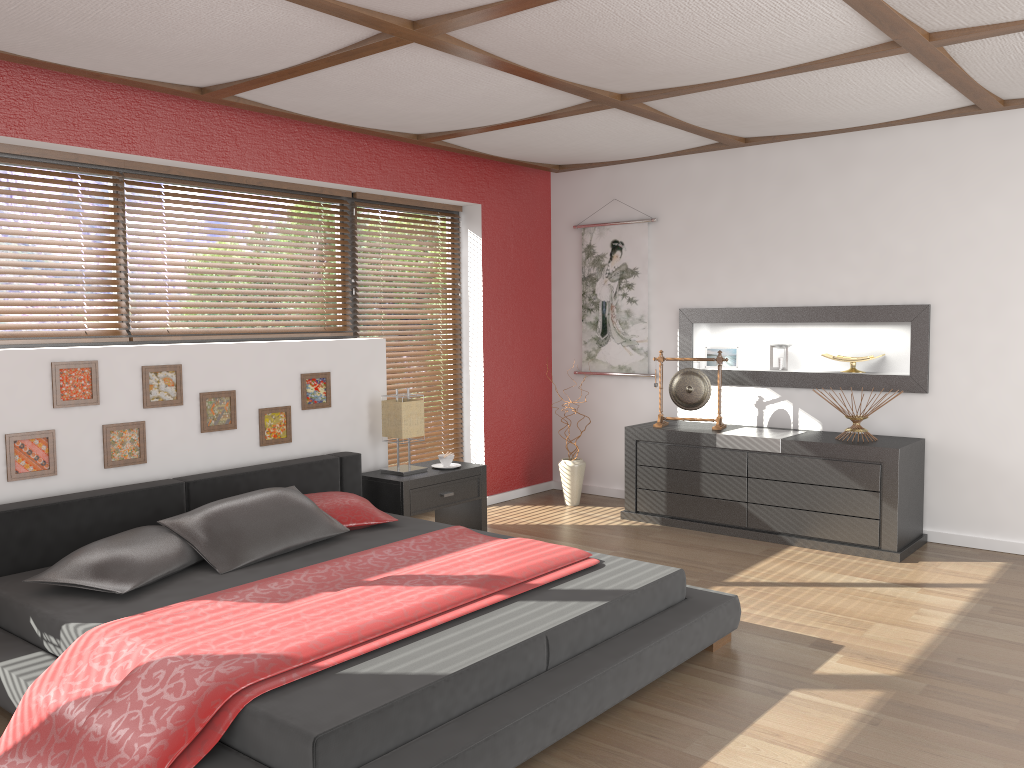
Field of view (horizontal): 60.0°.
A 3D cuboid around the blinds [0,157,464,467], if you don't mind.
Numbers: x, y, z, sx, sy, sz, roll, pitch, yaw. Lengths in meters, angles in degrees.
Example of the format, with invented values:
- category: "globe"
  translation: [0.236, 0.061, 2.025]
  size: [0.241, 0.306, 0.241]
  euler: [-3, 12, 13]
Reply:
- category: "blinds"
  translation: [-1.895, -0.063, 4.403]
  size: [0.032, 1.952, 4.840]
  euler: [3, 5, 39]

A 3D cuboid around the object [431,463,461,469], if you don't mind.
- category: "object"
  translation: [-0.395, 0.496, 5.342]
  size: [0.179, 0.012, 0.179]
  euler: [-3, 5, -26]

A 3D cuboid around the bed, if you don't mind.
- category: "bed"
  translation: [-0.787, 0.782, 3.389]
  size: [2.413, 0.577, 2.469]
  euler: [3, 5, 39]

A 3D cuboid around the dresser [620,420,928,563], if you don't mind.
- category: "dresser"
  translation: [1.550, 0.595, 5.436]
  size: [1.740, 0.608, 0.540]
  euler: [3, 5, 39]

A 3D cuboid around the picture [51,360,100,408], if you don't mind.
- category: "picture"
  translation: [-1.926, 0.000, 3.917]
  size: [0.010, 0.200, 0.200]
  euler: [3, 5, 39]

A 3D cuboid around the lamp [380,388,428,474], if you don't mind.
- category: "lamp"
  translation: [-0.636, 0.265, 5.186]
  size: [0.200, 0.480, 0.200]
  euler: [3, 5, 39]

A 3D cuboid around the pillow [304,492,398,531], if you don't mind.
- category: "pillow"
  translation: [-0.966, 0.629, 4.296]
  size: [0.745, 0.172, 0.418]
  euler: [-3, 5, -31]

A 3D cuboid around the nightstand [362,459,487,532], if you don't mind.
- category: "nightstand"
  translation: [-0.525, 0.719, 5.285]
  size: [0.413, 0.423, 0.700]
  euler: [3, 5, 39]

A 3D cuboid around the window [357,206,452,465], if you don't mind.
- category: "window"
  translation: [-0.710, -0.222, 5.949]
  size: [0.020, 1.893, 0.889]
  euler: [3, 5, 39]

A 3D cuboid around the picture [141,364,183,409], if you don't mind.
- category: "picture"
  translation: [-1.667, 0.010, 4.235]
  size: [0.010, 0.200, 0.200]
  euler: [3, 5, 39]

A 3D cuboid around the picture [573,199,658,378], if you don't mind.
- category: "picture"
  translation: [0.735, -0.691, 6.383]
  size: [0.701, 1.270, 0.028]
  euler: [3, 5, 39]

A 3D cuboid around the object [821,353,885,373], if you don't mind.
- category: "object"
  translation: [2.109, -0.127, 5.483]
  size: [0.350, 0.116, 0.181]
  euler: [2, 5, 29]

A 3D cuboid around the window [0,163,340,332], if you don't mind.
- category: "window"
  translation: [-1.951, -0.643, 4.408]
  size: [0.020, 0.786, 2.817]
  euler: [3, 5, 39]

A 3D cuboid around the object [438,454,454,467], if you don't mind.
- category: "object"
  translation: [-0.396, 0.463, 5.340]
  size: [0.099, 0.069, 0.099]
  euler: [-3, 5, -26]

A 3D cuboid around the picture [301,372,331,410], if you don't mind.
- category: "picture"
  translation: [-1.091, 0.038, 4.940]
  size: [0.010, 0.200, 0.200]
  euler: [3, 5, 39]

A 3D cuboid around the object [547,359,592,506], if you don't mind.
- category: "object"
  translation: [0.381, 0.339, 6.178]
  size: [0.364, 1.035, 0.422]
  euler: [1, 4, 15]

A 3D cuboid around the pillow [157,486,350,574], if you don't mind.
- category: "pillow"
  translation: [-1.112, 0.607, 3.896]
  size: [0.386, 0.241, 0.744]
  euler: [2, 5, 35]

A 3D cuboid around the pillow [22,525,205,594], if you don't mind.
- category: "pillow"
  translation: [-1.503, 0.687, 3.559]
  size: [0.418, 0.172, 0.745]
  euler: [1, 4, 15]

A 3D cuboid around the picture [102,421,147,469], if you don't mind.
- category: "picture"
  translation: [-1.790, 0.279, 4.101]
  size: [0.010, 0.200, 0.200]
  euler: [3, 5, 39]

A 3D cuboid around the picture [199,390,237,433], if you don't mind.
- category: "picture"
  translation: [-1.480, 0.137, 4.471]
  size: [0.010, 0.200, 0.200]
  euler: [3, 5, 39]

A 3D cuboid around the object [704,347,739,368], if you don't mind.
- category: "object"
  translation: [1.423, -0.181, 6.021]
  size: [0.226, 0.146, 0.041]
  euler: [1, 4, 19]

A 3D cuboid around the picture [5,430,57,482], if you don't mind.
- category: "picture"
  translation: [-2.050, 0.304, 3.785]
  size: [0.010, 0.200, 0.200]
  euler: [3, 5, 39]

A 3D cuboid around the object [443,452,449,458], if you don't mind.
- category: "object"
  translation: [-0.398, 0.425, 5.344]
  size: [0.007, 0.007, 0.192]
  euler: [0, 4, 4]

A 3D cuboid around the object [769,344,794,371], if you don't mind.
- category: "object"
  translation: [1.757, -0.175, 5.791]
  size: [0.159, 0.171, 0.159]
  euler: [-1, 4, -2]

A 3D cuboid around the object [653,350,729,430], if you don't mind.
- category: "object"
  translation: [1.143, 0.029, 5.695]
  size: [0.490, 0.498, 0.173]
  euler: [1, 5, 24]

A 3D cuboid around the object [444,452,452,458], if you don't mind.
- category: "object"
  translation: [-0.386, 0.426, 5.324]
  size: [0.007, 0.007, 0.192]
  euler: [0, 4, 9]

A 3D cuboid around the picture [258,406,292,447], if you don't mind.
- category: "picture"
  translation: [-1.264, 0.224, 4.740]
  size: [0.010, 0.200, 0.200]
  euler: [3, 5, 39]

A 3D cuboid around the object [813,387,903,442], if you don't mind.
- category: "object"
  translation: [1.962, 0.175, 5.048]
  size: [0.481, 0.282, 0.481]
  euler: [0, 4, 6]
